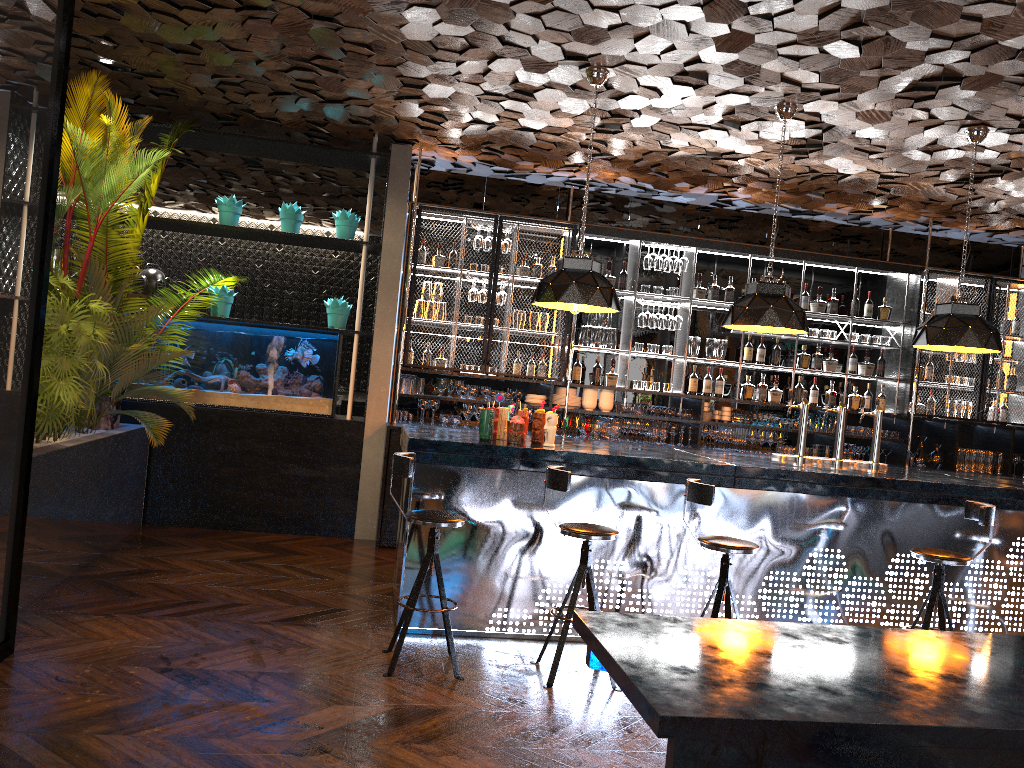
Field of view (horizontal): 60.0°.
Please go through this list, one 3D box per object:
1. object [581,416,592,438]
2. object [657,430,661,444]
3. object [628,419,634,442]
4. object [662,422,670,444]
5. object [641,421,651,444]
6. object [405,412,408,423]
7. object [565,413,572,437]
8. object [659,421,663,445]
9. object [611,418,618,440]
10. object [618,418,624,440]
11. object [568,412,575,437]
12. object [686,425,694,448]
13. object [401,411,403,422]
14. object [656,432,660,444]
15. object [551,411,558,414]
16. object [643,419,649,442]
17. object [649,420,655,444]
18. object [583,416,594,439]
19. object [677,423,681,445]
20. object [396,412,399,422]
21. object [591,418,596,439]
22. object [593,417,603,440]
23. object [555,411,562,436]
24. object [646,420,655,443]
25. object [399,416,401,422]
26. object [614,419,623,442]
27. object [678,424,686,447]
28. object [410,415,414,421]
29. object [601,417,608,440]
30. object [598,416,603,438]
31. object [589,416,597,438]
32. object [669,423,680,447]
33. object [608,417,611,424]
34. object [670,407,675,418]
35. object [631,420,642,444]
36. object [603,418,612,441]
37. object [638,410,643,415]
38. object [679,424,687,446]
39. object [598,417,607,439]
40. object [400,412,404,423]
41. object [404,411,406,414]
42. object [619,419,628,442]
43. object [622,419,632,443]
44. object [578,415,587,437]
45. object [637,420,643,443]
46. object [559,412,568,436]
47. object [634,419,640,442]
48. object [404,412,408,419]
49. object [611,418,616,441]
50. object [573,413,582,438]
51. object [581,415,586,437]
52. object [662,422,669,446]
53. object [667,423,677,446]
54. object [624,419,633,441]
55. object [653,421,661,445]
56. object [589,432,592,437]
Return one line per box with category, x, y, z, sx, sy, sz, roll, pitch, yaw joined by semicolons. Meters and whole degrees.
object;0.716;0.414;8.509;0.082;0.213;0.082;5;0;-17
object;1.462;0.482;8.688;0.092;0.218;0.092;6;0;42
object;1.176;0.456;8.617;0.084;0.216;0.084;5;0;-16
object;1.513;0.487;8.806;0.092;0.218;0.092;6;0;42
object;1.283;0.466;8.501;0.084;0.216;0.084;6;0;33
object;-0.976;0.312;8.154;0.031;0.098;0.031;6;0;30
object;0.524;0.387;8.417;0.073;0.229;0.073;5;0;-20
object;1.459;0.478;8.603;0.071;0.226;0.071;5;0;-37
object;0.988;0.439;8.641;0.082;0.213;0.082;5;0;-21
object;1.061;0.444;8.740;0.084;0.216;0.084;6;0;30
object;0.559;0.390;8.491;0.073;0.229;0.073;5;0;-20
object;1.725;0.508;8.611;0.071;0.217;0.071;6;0;-1
object;-1.031;0.306;8.255;0.033;0.101;0.033;5;0;-28
object;1.452;0.481;8.795;0.092;0.218;0.092;6;0;42
object;0.384;0.374;8.374;0.073;0.229;0.073;5;0;-20
object;1.346;0.466;8.803;0.071;0.226;0.071;5;0;-37
object;1.378;0.470;8.634;0.071;0.226;0.071;5;0;-37
object;0.727;0.415;8.420;0.082;0.213;0.082;6;0;20
object;1.672;0.502;8.806;0.071;0.217;0.071;6;0;-1
object;-1.056;0.304;8.151;0.028;0.097;0.028;5;0;-19
object;0.806;0.422;8.520;0.082;0.213;0.082;5;0;-33
object;0.814;0.423;8.434;0.082;0.213;0.082;6;0;20
object;0.433;0.378;8.453;0.073;0.229;0.073;5;0;-20
object;1.368;0.469;8.727;0.071;0.226;0.071;5;0;-37
object;-1.039;0.305;8.296;0.033;0.101;0.033;5;0;-4
object;1.008;0.442;8.461;0.082;0.213;0.082;6;0;21
object;1.657;0.502;8.640;0.071;0.217;0.071;6;0;-1
object;-0.922;0.326;8.121;0.034;0.080;0.034;6;0;4
object;0.905;0.432;8.536;0.082;0.213;0.082;5;0;-30
object;0.880;0.429;8.714;0.082;0.213;0.082;5;0;-9
object;0.800;0.421;8.611;0.082;0.213;0.082;6;0;12
object;1.563;0.493;8.569;0.092;0.218;0.092;6;0;42
object;0.976;0.438;8.728;0.082;0.213;0.082;5;0;-18
object;1.589;0.283;8.822;0.095;0.096;0.095;6;0;8
object;1.193;0.458;8.487;0.084;0.216;0.084;6;0;6
object;0.917;0.433;8.450;0.082;0.213;0.082;6;0;24
object;1.236;0.276;8.520;0.049;0.048;0.044;6;0;34
object;1.673;0.503;8.726;0.071;0.217;0.071;6;0;-1
object;0.891;0.430;8.626;0.082;0.213;0.082;6;0;23
object;-1.013;0.308;8.130;0.033;0.101;0.033;6;0;15
object;-1.002;0.308;8.340;0.031;0.098;0.031;6;0;23
object;1.086;0.447;8.607;0.084;0.216;0.084;6;0;3
object;1.101;0.449;8.474;0.084;0.216;0.084;5;0;-21
object;0.687;0.410;8.683;0.082;0.213;0.082;5;0;-32
object;1.259;0.464;8.637;0.084;0.216;0.084;6;0;33
object;0.495;0.384;8.547;0.073;0.229;0.073;5;0;-20
object;1.241;0.461;8.769;0.084;0.216;0.084;6;0;14
object;-0.983;0.311;8.191;0.031;0.098;0.031;5;0;-35
object;1.000;0.441;8.553;0.082;0.213;0.082;5;0;-28
object;0.621;0.397;8.427;0.073;0.229;0.073;5;0;-20
object;0.704;0.412;8.596;0.082;0.213;0.082;6;0;41
object;1.471;0.480;8.523;0.071;0.226;0.071;5;0;-37
object;1.563;0.492;8.678;0.092;0.218;0.092;6;0;42
object;1.153;0.453;8.749;0.084;0.216;0.084;5;0;-10
object;1.393;0.472;8.551;0.071;0.226;0.071;5;0;-37
object;0.781;0.419;8.696;0.082;0.213;0.082;6;0;22
